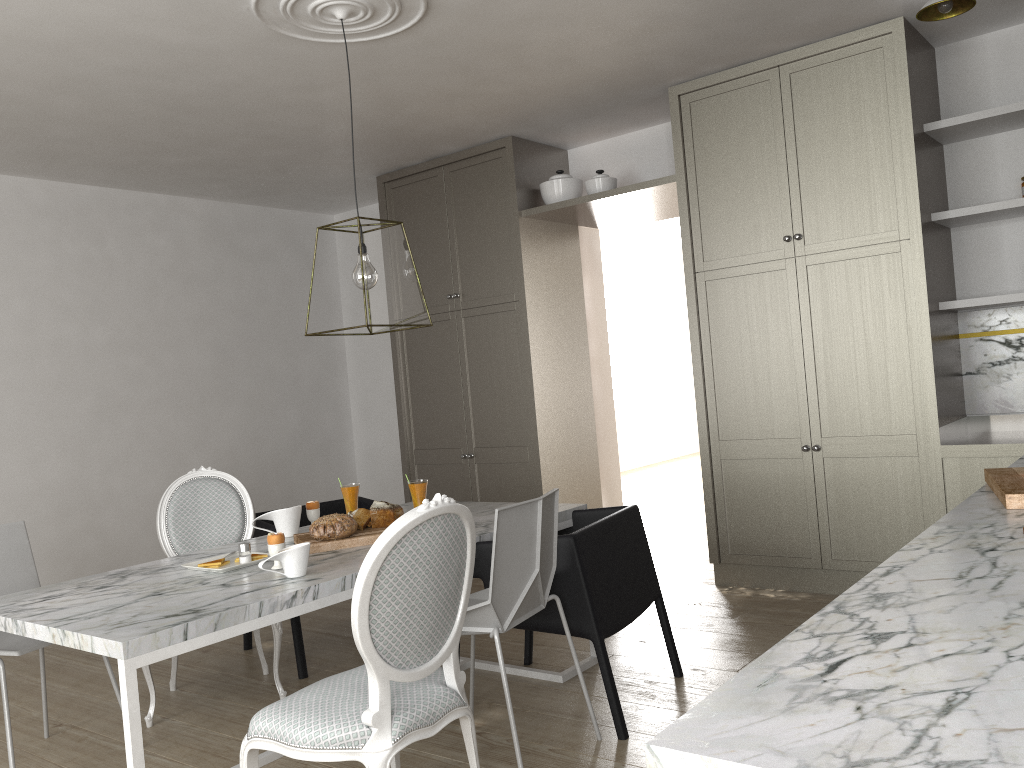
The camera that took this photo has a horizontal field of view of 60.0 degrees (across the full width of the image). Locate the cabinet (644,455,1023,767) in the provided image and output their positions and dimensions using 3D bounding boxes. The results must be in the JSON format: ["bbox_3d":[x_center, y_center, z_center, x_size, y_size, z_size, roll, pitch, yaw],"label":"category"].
[{"bbox_3d":[1.212,0.582,1.451,0.870,0.721,2.360,-5,0,38],"label":"cabinet"}]

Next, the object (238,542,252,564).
[{"bbox_3d":[-0.792,0.502,2.630,0.036,0.060,0.036,-5,0,-11],"label":"object"}]

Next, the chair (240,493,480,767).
[{"bbox_3d":[-0.301,0.660,2.028,0.505,0.833,0.480,-5,0,35],"label":"chair"}]

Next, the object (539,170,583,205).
[{"bbox_3d":[0.272,-1.064,4.863,0.241,0.214,0.243,-5,0,43],"label":"object"}]

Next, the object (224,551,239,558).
[{"bbox_3d":[-0.876,0.532,2.726,0.032,0.013,0.132,-5,0,13],"label":"object"}]

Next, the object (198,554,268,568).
[{"bbox_3d":[-0.835,0.528,2.648,0.197,0.014,0.068,-5,0,-24],"label":"object"}]

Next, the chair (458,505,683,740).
[{"bbox_3d":[0.166,0.741,2.931,0.609,0.597,0.569,-5,0,28],"label":"chair"}]

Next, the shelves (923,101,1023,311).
[{"bbox_3d":[2.379,-0.749,3.418,1.339,0.775,0.352,-5,0,38],"label":"shelves"}]

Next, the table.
[{"bbox_3d":[-0.586,0.810,2.821,0.870,0.583,1.781,-5,0,38],"label":"table"}]

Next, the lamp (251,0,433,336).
[{"bbox_3d":[-0.532,-0.731,3.010,0.584,1.108,0.584,-5,0,-37],"label":"lamp"}]

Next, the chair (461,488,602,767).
[{"bbox_3d":[-0.070,0.688,2.460,0.439,0.745,0.470,-5,0,28],"label":"chair"}]

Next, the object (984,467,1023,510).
[{"bbox_3d":[1.164,0.209,1.840,0.290,0.030,0.400,-5,0,23],"label":"object"}]

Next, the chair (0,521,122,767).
[{"bbox_3d":[-1.487,0.812,2.682,0.439,0.745,0.470,-5,0,23],"label":"chair"}]

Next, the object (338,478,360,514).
[{"bbox_3d":[-0.560,0.419,3.095,0.071,0.188,0.071,-5,0,-31],"label":"object"}]

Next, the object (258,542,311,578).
[{"bbox_3d":[-0.599,0.477,2.371,0.089,0.085,0.138,-5,0,33],"label":"object"}]

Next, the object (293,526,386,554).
[{"bbox_3d":[-0.512,0.495,2.897,0.360,0.031,0.260,-5,0,-22],"label":"object"}]

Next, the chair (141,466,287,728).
[{"bbox_3d":[-1.118,0.729,3.249,0.480,0.833,0.505,-5,0,-20],"label":"chair"}]

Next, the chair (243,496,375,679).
[{"bbox_3d":[-0.781,0.822,3.765,0.569,0.597,0.609,-5,0,-37],"label":"chair"}]

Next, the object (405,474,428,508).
[{"bbox_3d":[-0.314,0.397,3.005,0.071,0.188,0.071,-5,0,-31],"label":"object"}]

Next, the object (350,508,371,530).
[{"bbox_3d":[-0.501,0.447,2.927,0.074,0.067,0.079,-5,0,10],"label":"object"}]

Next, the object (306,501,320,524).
[{"bbox_3d":[-0.722,0.474,3.225,0.050,0.101,0.050,-5,0,34],"label":"object"}]

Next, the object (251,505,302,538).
[{"bbox_3d":[-0.814,0.484,3.094,0.170,0.105,0.110,-5,0,-32],"label":"object"}]

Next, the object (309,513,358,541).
[{"bbox_3d":[-0.566,0.449,2.807,0.151,0.075,0.157,-5,0,-16],"label":"object"}]

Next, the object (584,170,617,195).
[{"bbox_3d":[0.473,-1.055,4.708,0.174,0.161,0.176,-5,0,43],"label":"object"}]

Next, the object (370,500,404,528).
[{"bbox_3d":[-0.415,0.429,2.953,0.090,0.087,0.086,-5,0,15],"label":"object"}]

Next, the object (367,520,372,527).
[{"bbox_3d":[-0.490,0.450,2.985,0.072,0.057,0.083,-5,0,14],"label":"object"}]

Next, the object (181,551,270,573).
[{"bbox_3d":[-0.843,0.532,2.652,0.212,0.014,0.212,-5,0,38],"label":"object"}]

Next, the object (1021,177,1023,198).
[{"bbox_3d":[2.114,-0.794,3.601,0.078,0.101,0.078,-5,0,-6],"label":"object"}]

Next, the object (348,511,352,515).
[{"bbox_3d":[-0.518,0.454,2.981,0.073,0.055,0.083,-5,0,14],"label":"object"}]

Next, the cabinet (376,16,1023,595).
[{"bbox_3d":[1.700,-0.291,4.121,5.433,2.377,0.947,-5,0,38],"label":"cabinet"}]

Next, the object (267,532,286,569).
[{"bbox_3d":[-0.666,0.471,2.514,0.050,0.101,0.050,-5,0,45],"label":"object"}]

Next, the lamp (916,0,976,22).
[{"bbox_3d":[1.564,-1.407,3.207,0.197,0.130,0.197,-5,0,-17],"label":"lamp"}]
